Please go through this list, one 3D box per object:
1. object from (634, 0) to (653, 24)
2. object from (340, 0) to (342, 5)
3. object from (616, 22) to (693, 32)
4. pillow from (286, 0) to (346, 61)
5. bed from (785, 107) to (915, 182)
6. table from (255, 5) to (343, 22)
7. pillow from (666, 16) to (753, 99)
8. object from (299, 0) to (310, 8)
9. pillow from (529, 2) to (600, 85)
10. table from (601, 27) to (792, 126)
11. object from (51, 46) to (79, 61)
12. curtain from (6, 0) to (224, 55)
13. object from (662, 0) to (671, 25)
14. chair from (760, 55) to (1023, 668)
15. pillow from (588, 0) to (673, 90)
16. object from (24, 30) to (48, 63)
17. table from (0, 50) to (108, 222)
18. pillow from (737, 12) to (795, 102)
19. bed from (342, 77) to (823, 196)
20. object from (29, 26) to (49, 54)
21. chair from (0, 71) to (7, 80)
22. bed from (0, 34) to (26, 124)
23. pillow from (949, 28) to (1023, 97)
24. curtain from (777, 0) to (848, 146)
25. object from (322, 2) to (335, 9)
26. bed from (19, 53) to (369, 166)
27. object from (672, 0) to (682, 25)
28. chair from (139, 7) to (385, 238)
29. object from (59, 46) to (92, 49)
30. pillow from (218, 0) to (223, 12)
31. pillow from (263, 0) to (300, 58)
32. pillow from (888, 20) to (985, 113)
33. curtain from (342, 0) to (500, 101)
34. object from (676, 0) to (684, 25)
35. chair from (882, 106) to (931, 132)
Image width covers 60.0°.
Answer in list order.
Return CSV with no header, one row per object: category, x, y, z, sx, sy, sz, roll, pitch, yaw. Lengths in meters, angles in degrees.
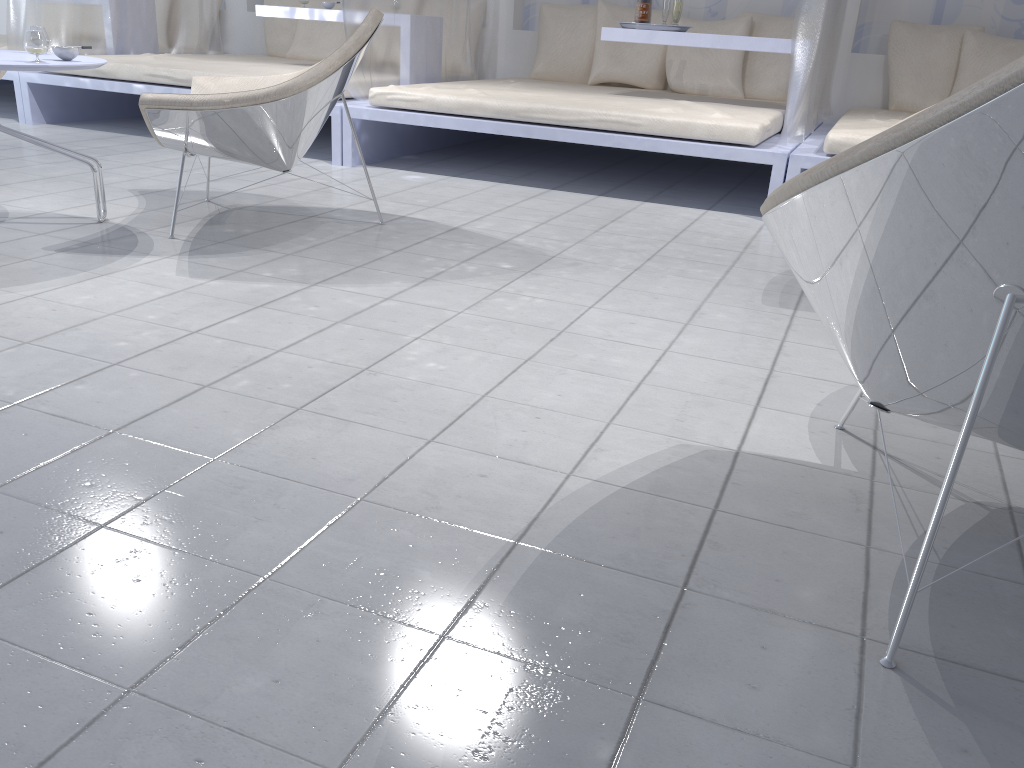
object,0.711,-2.069,4.734,0.092,0.302,0.092,-1,22,-11
object,-1.009,-2.315,5.380,0.068,0.091,0.068,-16,29,-40
object,0.761,-1.913,4.756,0.429,0.031,0.275,13,24,21
pillow,-1.348,-2.580,6.422,0.528,0.482,0.307,14,24,24
bed,2.568,-1.007,4.289,2.200,0.427,2.016,12,23,19
table,-1.001,-2.057,5.467,1.065,0.450,0.416,12,23,19
pillow,1.219,-2.038,5.502,0.528,0.482,0.307,10,23,15
object,-1.316,-2.431,5.616,0.068,0.091,0.068,-16,29,-40
pillow,0.384,-2.247,5.881,0.524,0.521,0.230,13,24,21
table,1.027,-1.629,4.740,1.065,0.450,0.416,12,23,19
object,-1.458,-1.081,2.901,0.082,0.043,0.082,0,22,-10
curtain,-2.498,-2.894,5.738,0.151,1.552,2.050,12,23,19
object,0.822,-1.986,4.743,0.059,0.174,0.059,0,22,-10
chair,0.741,-0.084,1.268,0.906,0.759,0.753,20,27,35
pillow,0.774,-2.177,5.708,0.537,0.527,0.233,4,22,1
object,-1.475,-1.046,2.748,0.068,0.091,0.068,-14,28,-37
table,-1.773,-0.815,2.962,0.823,0.534,0.825,8,22,11
pillow,1.569,-2.013,5.463,0.572,0.510,0.231,12,24,20
bed,0.533,-1.441,5.034,2.200,0.422,2.022,12,23,19
object,-1.678,-1.219,3.142,0.068,0.091,0.068,9,23,12
chair,-2.589,-1.187,3.446,0.753,0.759,0.906,17,25,29
bed,-3.545,-2.303,6.494,2.200,0.422,2.022,12,23,19
pillow,2.730,-1.719,4.961,0.528,0.482,0.307,14,24,24
curtain,1.580,-2.032,4.277,0.151,1.552,2.050,12,23,19
object,-1.150,-2.372,5.560,0.082,0.043,0.082,-3,23,-17
bed,-1.510,-1.869,5.749,2.200,0.427,2.016,12,23,19
object,0.864,-1.952,4.664,0.059,0.174,0.059,0,22,-10
chair,-0.833,-0.964,3.183,0.753,0.759,0.906,0,22,-8
object,-1.425,-1.098,2.895,0.098,0.016,0.012,-1,23,-12
pillow,-2.509,-2.875,6.923,0.572,0.510,0.231,12,24,20
pillow,-1.628,-2.689,6.608,0.572,0.510,0.231,12,23,19
pillow,2.450,-1.827,5.147,0.572,0.510,0.231,12,23,19
curtain,-0.436,-2.455,5.047,0.125,1.559,1.998,11,23,18
object,0.882,-1.974,4.722,0.059,0.174,0.059,0,22,-10
chair,1.543,-0.610,2.697,0.906,0.759,0.753,14,24,23
